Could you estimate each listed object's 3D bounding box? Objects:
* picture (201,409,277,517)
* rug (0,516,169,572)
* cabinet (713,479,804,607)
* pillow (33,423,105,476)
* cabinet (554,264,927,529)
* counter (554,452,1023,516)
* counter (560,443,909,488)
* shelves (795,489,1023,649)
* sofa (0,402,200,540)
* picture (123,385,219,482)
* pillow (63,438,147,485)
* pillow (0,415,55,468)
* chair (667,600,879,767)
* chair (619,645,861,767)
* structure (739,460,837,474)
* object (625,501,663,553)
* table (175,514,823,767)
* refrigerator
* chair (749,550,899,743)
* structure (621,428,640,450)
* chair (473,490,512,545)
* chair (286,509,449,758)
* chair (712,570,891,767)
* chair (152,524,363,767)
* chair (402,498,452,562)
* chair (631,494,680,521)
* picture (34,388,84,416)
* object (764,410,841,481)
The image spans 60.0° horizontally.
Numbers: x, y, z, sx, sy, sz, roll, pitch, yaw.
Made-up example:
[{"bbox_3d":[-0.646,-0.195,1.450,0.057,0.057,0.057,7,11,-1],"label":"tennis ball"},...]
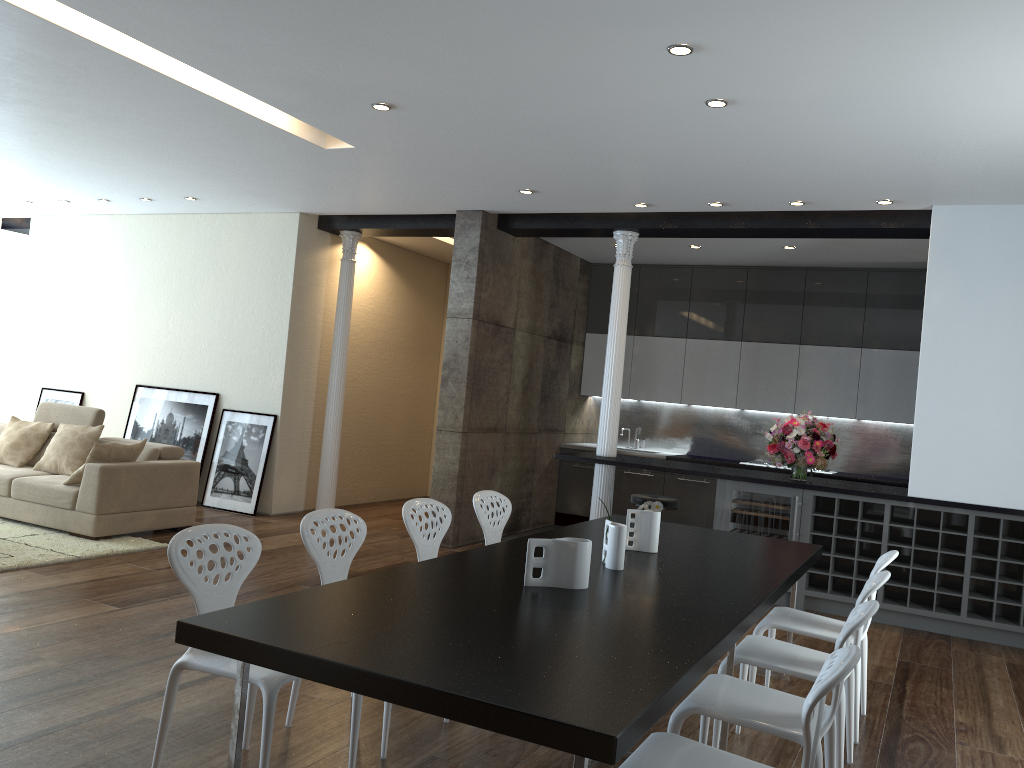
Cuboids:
[{"bbox_3d":[-2.709,0.766,8.788,0.700,0.988,0.195,5,-1,26],"label":"picture"},{"bbox_3d":[-5.151,0.998,6.346,4.231,0.020,2.972,5,-1,26],"label":"rug"},{"bbox_3d":[2.034,1.223,7.125,0.642,0.897,0.900,5,-1,26],"label":"cabinet"},{"bbox_3d":[-3.766,0.543,7.533,0.534,0.439,0.301,5,-1,22],"label":"pillow"},{"bbox_3d":[4.071,0.376,8.565,7.409,2.980,0.827,5,-1,26],"label":"cabinet"},{"bbox_3d":[2.229,0.770,7.056,3.700,0.040,1.000,5,-1,26],"label":"counter"},{"bbox_3d":[2.305,0.930,9.401,3.597,0.223,0.807,5,-1,26],"label":"counter"},{"bbox_3d":[3.082,1.312,6.611,1.700,0.897,0.900,5,-1,26],"label":"shelves"},{"bbox_3d":[-4.011,0.652,7.630,2.581,0.950,1.021,5,-1,26],"label":"sofa"},{"bbox_3d":[-3.622,0.613,9.225,1.183,1.140,0.225,5,-1,26],"label":"picture"},{"bbox_3d":[-3.191,0.611,6.985,0.395,0.393,0.518,5,-1,23],"label":"pillow"},{"bbox_3d":[-4.332,0.506,7.795,0.519,0.416,0.368,5,-1,21],"label":"pillow"},{"bbox_3d":[0.866,1.091,2.932,0.581,0.835,0.495,5,-1,26],"label":"chair"},{"bbox_3d":[0.560,1.055,2.301,0.581,0.835,0.495,5,-1,26],"label":"chair"},{"bbox_3d":[2.838,0.865,9.100,0.900,0.066,0.520,5,-1,26],"label":"structure"},{"bbox_3d":[0.605,0.649,4.077,0.161,0.233,0.076,5,-1,8],"label":"object"},{"bbox_3d":[0.379,1.107,3.546,1.200,0.733,3.400,5,-1,26],"label":"table"},{"bbox_3d":[1.876,1.143,6.724,0.578,0.774,0.075,5,-1,30],"label":"refrigerator"},{"bbox_3d":[1.478,1.164,4.195,0.581,0.835,0.495,5,-1,26],"label":"chair"},{"bbox_3d":[1.355,0.632,10.119,0.183,0.249,0.224,5,-1,26],"label":"structure"},{"bbox_3d":[0.054,1.043,4.923,0.581,0.835,0.495,5,-1,26],"label":"chair"},{"bbox_3d":[-0.586,0.968,3.637,0.581,0.835,0.495,5,-1,26],"label":"chair"},{"bbox_3d":[1.172,1.128,3.563,0.581,0.835,0.495,5,-1,26],"label":"chair"},{"bbox_3d":[-0.871,0.933,3.003,0.581,0.835,0.495,5,-1,26],"label":"chair"},{"bbox_3d":[-0.256,1.007,4.295,0.581,0.835,0.495,5,-1,26],"label":"chair"},{"bbox_3d":[-1.037,1.133,4.382,16.134,0.952,21.556,5,-1,26],"label":"chair"},{"bbox_3d":[-5.194,0.554,10.007,0.700,0.988,0.195,5,-1,26],"label":"picture"},{"bbox_3d":[2.267,0.476,6.944,0.544,0.552,0.570,5,-1,32],"label":"object"}]
